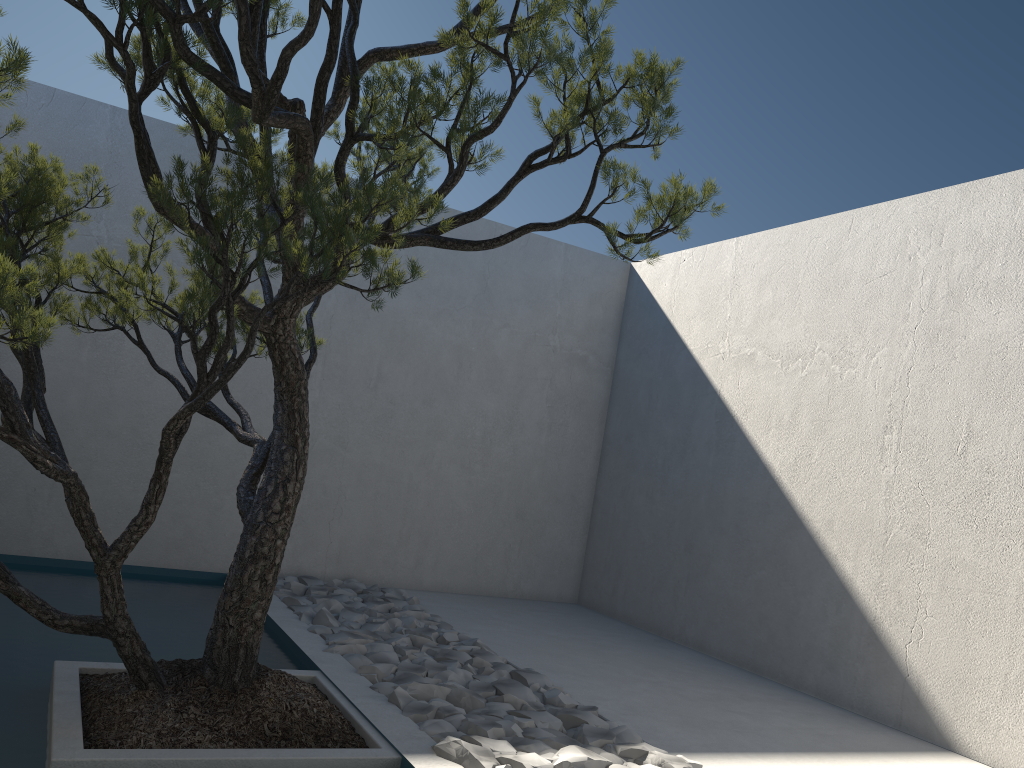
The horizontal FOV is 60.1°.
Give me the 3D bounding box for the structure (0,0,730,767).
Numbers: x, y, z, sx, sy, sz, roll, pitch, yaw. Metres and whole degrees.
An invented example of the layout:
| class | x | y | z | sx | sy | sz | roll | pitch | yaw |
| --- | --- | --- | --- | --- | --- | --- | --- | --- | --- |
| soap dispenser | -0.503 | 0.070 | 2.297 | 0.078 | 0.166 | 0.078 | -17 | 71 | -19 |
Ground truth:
| class | x | y | z | sx | sy | sz | roll | pitch | yaw |
| --- | --- | --- | --- | --- | --- | --- | --- | --- | --- |
| structure | -0.943 | -0.420 | 2.729 | 2.603 | 3.459 | 2.512 | 11 | -4 | -34 |
